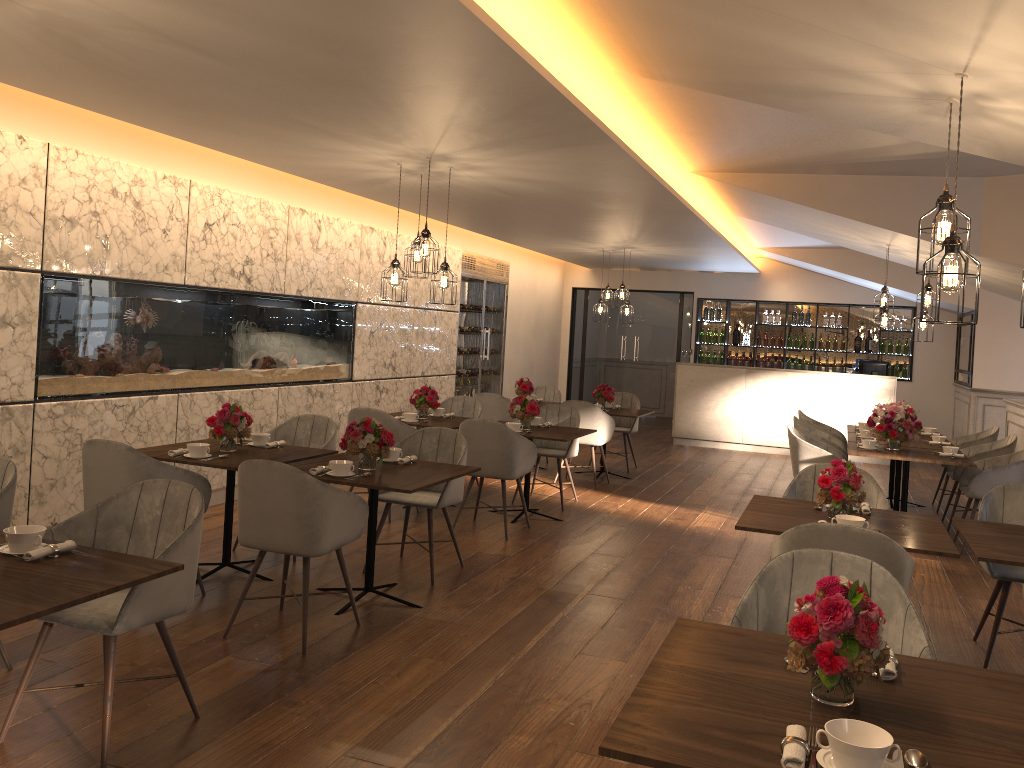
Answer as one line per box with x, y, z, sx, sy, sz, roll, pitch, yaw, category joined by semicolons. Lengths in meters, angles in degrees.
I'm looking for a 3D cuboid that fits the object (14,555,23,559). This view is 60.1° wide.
-1.512;0.538;2.835;0.025;0.024;0.192;4;3;20;object

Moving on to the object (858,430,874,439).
3.258;0.463;8.144;0.148;0.072;0.148;2;3;-27;object

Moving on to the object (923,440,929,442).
3.859;0.530;8.076;0.197;0.015;0.043;4;3;17;object

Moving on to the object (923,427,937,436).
4.154;0.474;8.802;0.148;0.072;0.148;2;3;-27;object

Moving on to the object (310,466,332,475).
-0.999;0.450;4.650;0.056;0.039;0.175;4;3;20;object

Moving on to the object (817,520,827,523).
1.371;0.629;3.913;0.056;0.039;0.175;4;3;20;object

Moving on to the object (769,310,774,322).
4.176;-1.092;14.251;0.069;0.208;0.040;3;0;20;object

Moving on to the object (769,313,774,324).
4.174;-1.055;14.252;0.070;0.190;0.041;3;0;20;object

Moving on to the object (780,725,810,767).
0.556;0.714;1.740;0.056;0.039;0.175;4;3;20;object

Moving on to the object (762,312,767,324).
4.080;-1.063;14.287;0.070;0.190;0.041;3;0;20;object

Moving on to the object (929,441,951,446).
3.798;0.528;7.857;0.176;0.039;0.056;4;3;21;object

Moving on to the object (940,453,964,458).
3.471;0.562;6.984;0.176;0.039;0.056;4;3;21;object

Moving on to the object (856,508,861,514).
1.728;0.626;4.419;0.025;0.024;0.192;4;3;20;object

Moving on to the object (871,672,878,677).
0.913;0.711;2.246;0.025;0.024;0.192;4;3;20;object

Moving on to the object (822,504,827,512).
1.575;0.625;4.459;0.022;0.004;0.211;4;4;20;object

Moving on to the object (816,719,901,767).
0.664;0.706;1.700;0.148;0.072;0.148;3;3;-12;object

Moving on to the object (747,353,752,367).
3.862;-0.383;14.389;0.065;0.261;0.066;3;0;-1;object

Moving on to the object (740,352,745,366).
3.759;-0.391;14.428;0.065;0.261;0.066;3;0;-1;object

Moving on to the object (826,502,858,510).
1.659;0.596;4.456;0.148;0.072;0.148;3;3;-12;object

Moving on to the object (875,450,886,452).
2.926;0.537;7.189;0.211;0.004;0.022;5;4;21;object

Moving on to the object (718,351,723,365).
3.427;-0.418;14.552;0.065;0.261;0.066;3;0;-1;object

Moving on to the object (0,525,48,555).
-1.581;0.508;2.872;0.148;0.072;0.148;3;3;-2;object

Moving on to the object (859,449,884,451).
2.907;0.532;7.158;0.197;0.015;0.043;4;3;17;object

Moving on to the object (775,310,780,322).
4.270;-1.084;14.216;0.069;0.208;0.040;3;0;20;object

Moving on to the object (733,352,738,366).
3.656;-0.399;14.466;0.065;0.261;0.066;3;0;-1;object

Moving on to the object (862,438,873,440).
3.253;0.502;8.062;0.211;0.004;0.022;5;4;21;object

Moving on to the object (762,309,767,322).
4.082;-1.099;14.287;0.069;0.208;0.040;3;0;20;object

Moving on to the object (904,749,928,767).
0.775;0.742;1.679;0.043;0.015;0.197;4;4;17;object

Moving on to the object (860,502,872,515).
1.764;0.621;4.416;0.056;0.039;0.175;4;3;20;object

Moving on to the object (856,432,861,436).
3.296;0.476;8.251;0.176;0.039;0.056;4;3;21;object

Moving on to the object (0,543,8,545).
-1.696;0.529;2.893;0.043;0.015;0.197;4;4;17;object

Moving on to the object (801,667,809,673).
0.760;0.711;2.286;0.022;0.004;0.211;4;4;20;object

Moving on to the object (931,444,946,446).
3.801;0.533;7.892;0.193;0.024;0.025;5;2;21;object

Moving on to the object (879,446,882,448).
2.966;0.519;7.342;0.193;0.024;0.025;5;2;21;object

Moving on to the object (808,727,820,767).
0.591;0.724;1.737;0.025;0.024;0.192;4;3;20;object

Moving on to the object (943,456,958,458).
3.474;0.567;7.019;0.193;0.024;0.025;5;2;21;object

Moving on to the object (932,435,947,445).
3.839;0.507;7.963;0.148;0.072;0.148;2;3;-27;object

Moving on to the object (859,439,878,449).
2.930;0.497;7.271;0.148;0.072;0.148;2;3;-27;object

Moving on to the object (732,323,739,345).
3.665;-0.811;14.475;0.104;0.359;0.104;3;0;-8;object

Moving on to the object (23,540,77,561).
-1.476;0.533;2.832;0.056;0.039;0.175;4;3;20;object

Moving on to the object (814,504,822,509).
1.552;0.617;4.475;0.043;0.015;0.197;5;4;24;object

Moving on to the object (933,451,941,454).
3.532;0.564;7.203;0.197;0.015;0.043;4;3;17;object

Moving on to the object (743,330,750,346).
3.816;-0.759;14.411;0.108;0.281;0.108;3;1;-24;object

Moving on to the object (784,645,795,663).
0.737;0.703;2.302;0.043;0.015;0.197;5;4;24;object

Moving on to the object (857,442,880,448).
2.969;0.510;7.378;0.176;0.039;0.056;4;3;21;object

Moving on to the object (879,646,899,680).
0.949;0.706;2.243;0.056;0.039;0.175;4;3;20;object

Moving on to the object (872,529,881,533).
1.590;0.657;3.852;0.043;0.015;0.197;4;4;17;object

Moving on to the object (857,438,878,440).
3.234;0.497;8.031;0.197;0.015;0.043;4;3;17;object

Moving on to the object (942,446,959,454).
3.512;0.541;7.090;0.148;0.072;0.148;2;3;-27;object

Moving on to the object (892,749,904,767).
0.744;0.745;1.698;0.022;0.004;0.211;4;4;20;object

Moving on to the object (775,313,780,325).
4.268;-1.048;14.216;0.070;0.190;0.041;3;0;20;object

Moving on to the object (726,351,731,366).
3.552;-0.408;14.505;0.065;0.261;0.066;3;0;-1;object

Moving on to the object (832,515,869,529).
1.479;0.621;3.874;0.148;0.072;0.148;3;3;-12;object

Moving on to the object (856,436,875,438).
3.293;0.485;8.215;0.193;0.024;0.025;5;2;21;object
